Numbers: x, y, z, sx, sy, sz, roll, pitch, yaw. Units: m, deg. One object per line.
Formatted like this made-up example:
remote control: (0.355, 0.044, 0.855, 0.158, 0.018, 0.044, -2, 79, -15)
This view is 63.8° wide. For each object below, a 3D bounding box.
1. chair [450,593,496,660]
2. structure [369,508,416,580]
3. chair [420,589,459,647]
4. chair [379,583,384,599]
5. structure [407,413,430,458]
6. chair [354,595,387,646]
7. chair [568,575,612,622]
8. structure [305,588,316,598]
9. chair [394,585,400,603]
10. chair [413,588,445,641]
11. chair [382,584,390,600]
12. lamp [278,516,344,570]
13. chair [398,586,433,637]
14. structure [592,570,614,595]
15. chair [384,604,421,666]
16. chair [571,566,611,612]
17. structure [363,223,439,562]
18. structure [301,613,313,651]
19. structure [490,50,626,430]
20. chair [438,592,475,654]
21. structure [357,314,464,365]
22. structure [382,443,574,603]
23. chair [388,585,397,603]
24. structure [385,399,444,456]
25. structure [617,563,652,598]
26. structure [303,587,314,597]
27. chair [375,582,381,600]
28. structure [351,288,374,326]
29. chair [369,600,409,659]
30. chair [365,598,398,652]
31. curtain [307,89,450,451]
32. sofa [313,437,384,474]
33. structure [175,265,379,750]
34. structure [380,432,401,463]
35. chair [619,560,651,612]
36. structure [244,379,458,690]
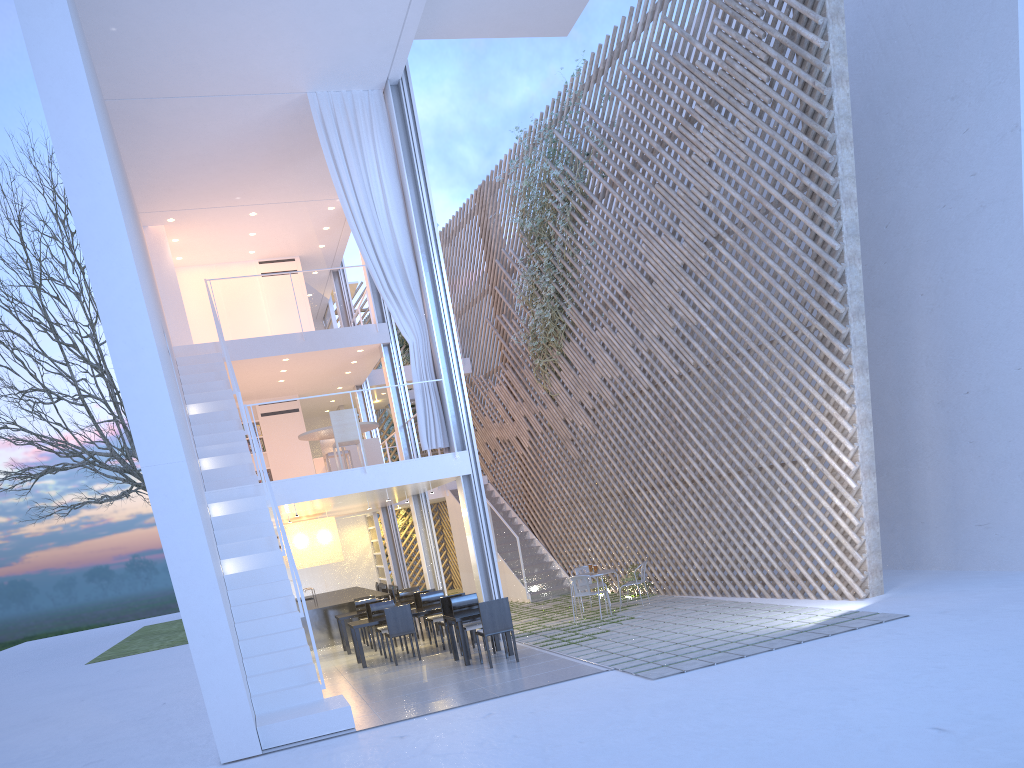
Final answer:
chair: (-0.269, 1.672, 5.685, 0.188, 0.455, 0.232, -13, 8, -18)
structure: (-1.540, 2.039, 11.521, 1.121, 2.075, 0.279, -12, 12, -15)
chair: (-0.575, 1.861, 6.537, 0.188, 0.455, 0.232, -13, 8, -18)
chair: (-1.528, 2.449, 9.175, 0.234, 0.455, 0.185, -13, 10, -20)
structure: (-0.647, 0.451, 6.792, 0.027, 0.563, 1.713, -14, -5, -20)
chair: (-1.260, 2.115, 7.355, 0.188, 0.455, 0.232, -13, 8, -18)
chair: (0.590, 1.653, 6.400, 0.267, 0.394, 0.232, -7, 7, 27)
structure: (-2.246, 2.343, 9.168, 0.110, 0.129, 0.033, -11, 11, -15)
chair: (-1.228, 2.244, 8.218, 0.235, 0.455, 0.184, -12, 10, -15)
chair: (-0.733, 1.966, 7.022, 0.188, 0.455, 0.232, -13, 8, -18)
chair: (-1.441, 2.382, 8.852, 0.233, 0.455, 0.186, -13, 10, -22)
lamp: (-2.169, 1.706, 8.716, 0.438, 0.430, 2.325, -11, -7, -20)
chair: (-0.876, 2.062, 7.463, 0.188, 0.455, 0.232, -13, 8, -18)
structure: (0.874, 1.919, 7.943, 0.263, 0.269, 0.258, -10, 2, -10)
chair: (-0.815, 1.819, 5.989, 0.188, 0.455, 0.232, -13, 8, -18)
chair: (0.655, 1.739, 7.023, 0.257, 0.394, 0.242, -12, 7, -17)
structure: (-1.585, 0.455, 12.084, 1.085, 4.683, 3.265, -14, 7, -22)
structure: (-2.145, 2.338, 7.587, 0.545, 0.385, 0.011, -9, 12, -15)
structure: (0.493, -1.050, 7.371, 0.713, 2.816, 2.360, -15, 6, -28)
chair: (-0.431, 1.766, 6.096, 0.188, 0.455, 0.232, -13, 8, -18)
structure: (-1.142, -0.434, 9.332, 1.118, 0.592, 0.026, -9, 12, -15)
structure: (-0.422, 1.461, 8.998, 1.146, 2.026, 1.965, -13, 3, -25)
chair: (-1.328, 2.312, 8.537, 0.234, 0.455, 0.185, -12, 10, -19)
structure: (-1.161, 0.427, 10.575, 0.518, 1.953, 1.246, -15, 8, -25)
structure: (1.084, 1.750, 7.332, 0.284, 0.334, 0.319, -12, 3, -33)
structure: (-2.349, 2.411, 9.486, 0.110, 0.129, 0.033, -11, 11, -15)
chair: (-1.628, 2.517, 9.494, 0.236, 0.455, 0.184, -12, 10, -15)
structure: (-1.442, -0.557, 8.219, 0.027, 0.563, 1.715, -14, -5, -20)
chair: (-0.958, 1.914, 6.430, 0.188, 0.455, 0.232, -13, 8, -18)
chair: (-1.116, 2.019, 6.915, 0.188, 0.455, 0.232, -13, 8, -18)
curtain: (-0.886, -0.722, 5.641, 0.502, 2.513, 0.093, -13, 13, -18)
sofa: (-1.511, 0.779, 7.599, 0.489, 0.376, 0.992, -10, -6, -19)
structure: (-1.254, 0.382, 5.612, 1.689, 3.415, 3.644, -13, 2, -19)
structure: (-1.213, 0.826, 8.528, 0.027, 0.563, 1.715, -14, -5, -20)
chair: (0.988, 1.611, 6.596, 0.253, 0.394, 0.245, -7, 7, 22)
structure: (-0.758, 0.811, 5.101, 1.336, 1.853, 1.423, -12, 5, -18)
